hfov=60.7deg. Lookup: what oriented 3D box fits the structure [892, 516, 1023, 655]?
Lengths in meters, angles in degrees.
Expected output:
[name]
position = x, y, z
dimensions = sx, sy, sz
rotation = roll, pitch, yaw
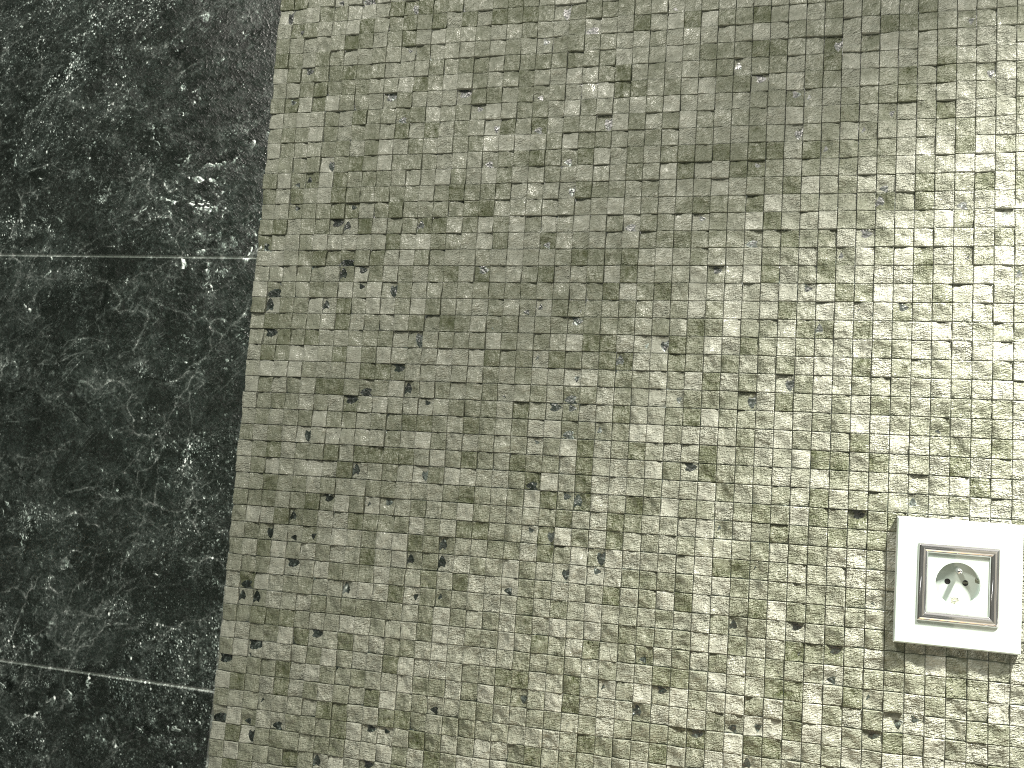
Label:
[structure]
position = 0.455, 0.204, 0.892
dimensions = 0.119, 0.129, 0.017
rotation = 3, -6, 14
